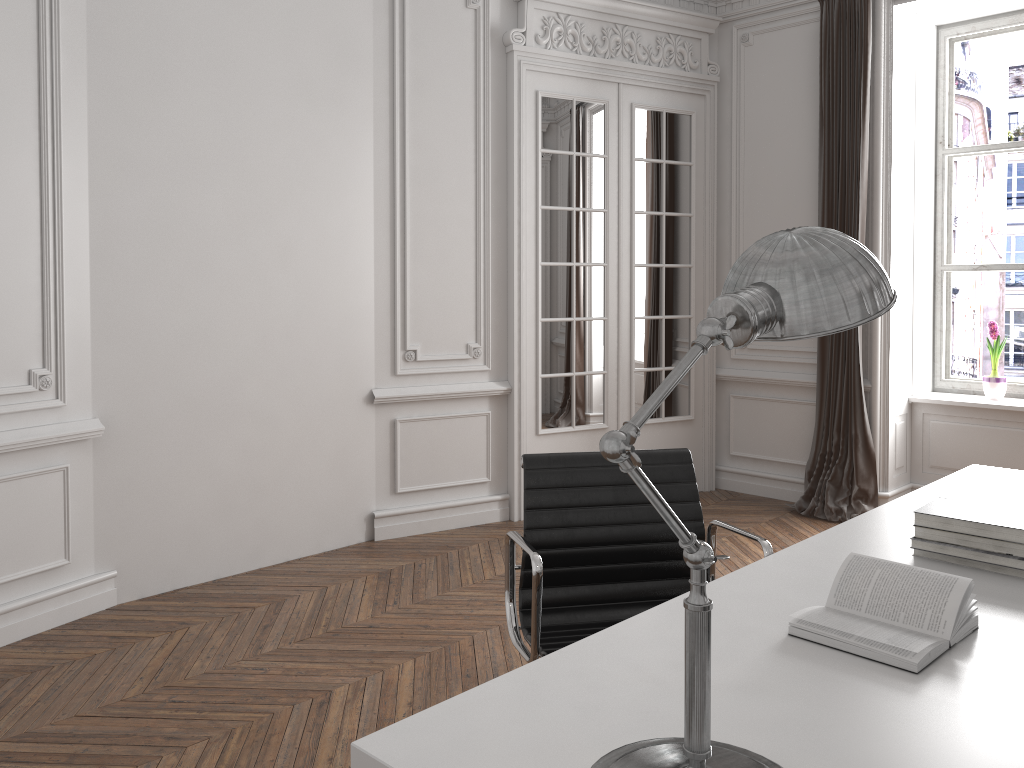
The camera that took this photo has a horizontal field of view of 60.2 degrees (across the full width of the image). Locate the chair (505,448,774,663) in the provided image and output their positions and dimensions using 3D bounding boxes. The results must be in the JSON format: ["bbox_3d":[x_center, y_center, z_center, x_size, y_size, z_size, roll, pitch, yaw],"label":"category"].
[{"bbox_3d":[0.310,0.672,2.143,0.694,0.921,0.670,-1,3,-20],"label":"chair"}]

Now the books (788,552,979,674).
[{"bbox_3d":[0.667,0.395,1.583,0.279,0.095,0.227,-6,8,-44],"label":"books"}]

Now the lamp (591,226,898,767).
[{"bbox_3d":[0.276,0.151,1.087,0.269,0.697,0.489,2,4,44],"label":"lamp"}]

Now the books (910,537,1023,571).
[{"bbox_3d":[1.072,0.364,1.998,0.259,0.022,0.212,6,9,44],"label":"books"}]

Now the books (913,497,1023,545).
[{"bbox_3d":[1.073,0.308,1.998,0.259,0.032,0.191,5,8,42],"label":"books"}]

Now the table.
[{"bbox_3d":[1.016,0.790,1.836,0.902,0.747,2.628,4,7,44],"label":"table"}]

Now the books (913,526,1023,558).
[{"bbox_3d":[1.068,0.338,2.006,0.240,0.028,0.191,6,8,42],"label":"books"}]

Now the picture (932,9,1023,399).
[{"bbox_3d":[0.704,-1.081,2.391,13.225,4.791,13.274,4,7,36],"label":"picture"}]

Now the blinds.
[{"bbox_3d":[1.908,-0.768,5.223,0.310,3.095,0.581,-1,2,-40],"label":"blinds"}]

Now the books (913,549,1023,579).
[{"bbox_3d":[1.072,0.385,2.011,0.191,0.022,0.242,-6,9,-44],"label":"books"}]

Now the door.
[{"bbox_3d":[0.665,-0.598,5.540,1.565,2.730,0.086,-2,2,-30],"label":"door"}]

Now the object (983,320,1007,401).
[{"bbox_3d":[2.882,-0.143,5.273,0.129,0.475,0.130,0,2,4],"label":"object"}]
